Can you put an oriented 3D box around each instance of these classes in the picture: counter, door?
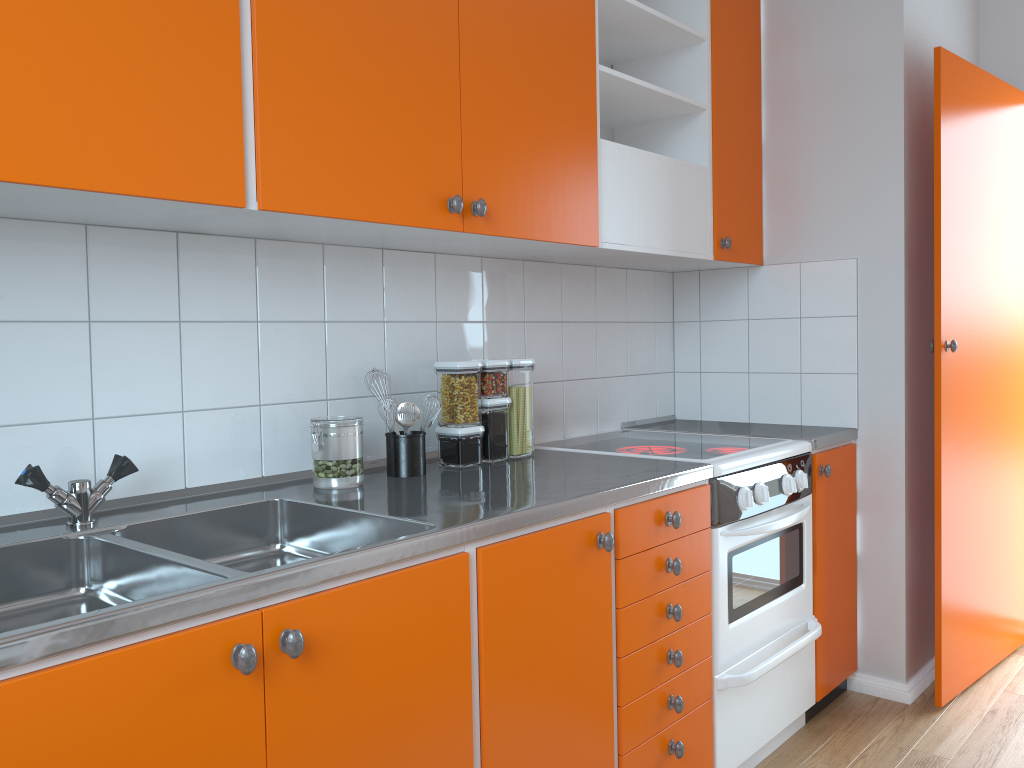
[{"bbox_3d":[-0.141,0.262,1.950,0.688,0.132,3.072,1,4,41],"label":"counter"},{"bbox_3d":[1.980,-0.048,3.034,1.397,2.054,0.688,-1,2,0],"label":"door"}]

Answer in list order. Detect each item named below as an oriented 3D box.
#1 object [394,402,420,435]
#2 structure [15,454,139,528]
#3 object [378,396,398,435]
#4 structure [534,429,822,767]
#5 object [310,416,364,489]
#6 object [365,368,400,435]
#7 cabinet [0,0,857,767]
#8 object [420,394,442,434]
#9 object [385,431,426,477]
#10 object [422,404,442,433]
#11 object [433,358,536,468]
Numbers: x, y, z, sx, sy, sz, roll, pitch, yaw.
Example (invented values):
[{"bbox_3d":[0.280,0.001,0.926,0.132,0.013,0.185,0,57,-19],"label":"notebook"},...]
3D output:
[{"bbox_3d":[-0.255,0.128,2.040,0.051,0.176,0.089,-3,3,-40],"label":"object"},{"bbox_3d":[-0.765,0.191,1.568,0.049,0.116,0.199,1,3,41],"label":"structure"},{"bbox_3d":[-0.280,0.121,2.054,0.044,0.190,0.107,-1,2,3],"label":"object"},{"bbox_3d":[0.459,0.603,2.604,0.740,0.864,0.612,1,3,41],"label":"structure"},{"bbox_3d":[-0.382,0.149,1.941,0.116,0.150,0.118,-2,3,-15],"label":"object"},{"bbox_3d":[-0.281,0.086,2.133,0.187,0.251,0.063,1,3,43],"label":"object"},{"bbox_3d":[-0.134,-0.093,1.926,0.712,2.347,3.073,1,3,41],"label":"cabinet"},{"bbox_3d":[-0.200,0.089,2.063,0.077,0.131,0.044,0,3,33],"label":"object"},{"bbox_3d":[-0.249,0.167,2.082,0.097,0.105,0.095,0,3,22],"label":"object"},{"bbox_3d":[-0.212,0.127,2.098,0.118,0.164,0.034,0,2,22],"label":"object"},{"bbox_3d":[-0.064,0.068,2.290,0.095,0.260,0.298,1,3,41],"label":"object"}]
